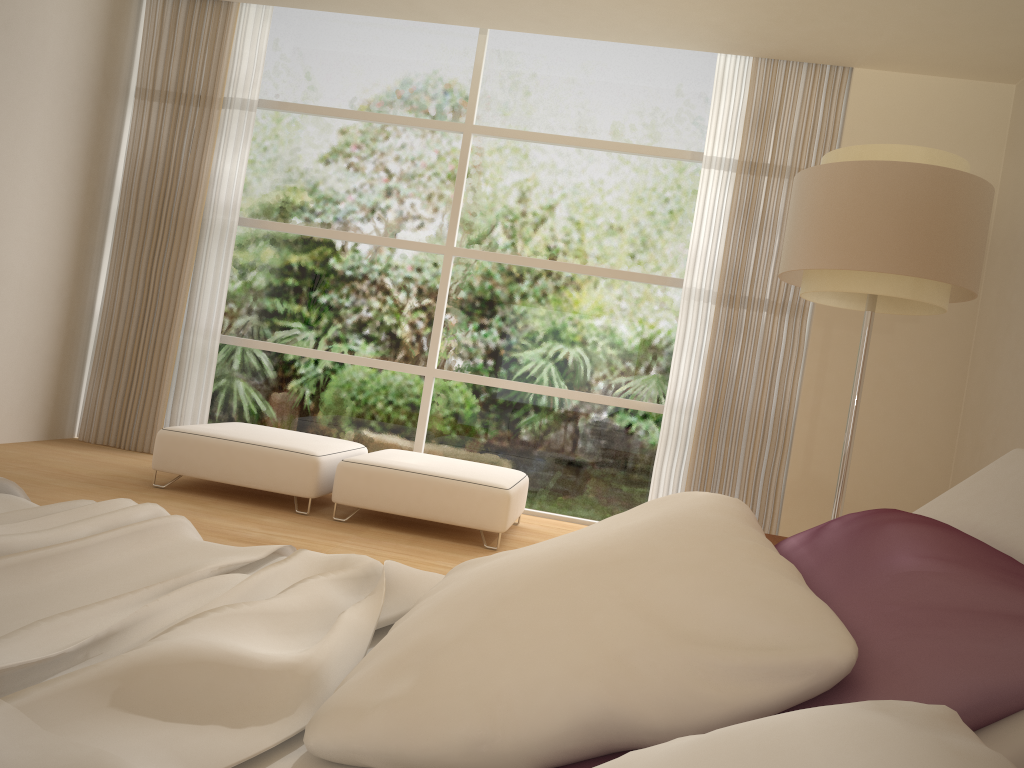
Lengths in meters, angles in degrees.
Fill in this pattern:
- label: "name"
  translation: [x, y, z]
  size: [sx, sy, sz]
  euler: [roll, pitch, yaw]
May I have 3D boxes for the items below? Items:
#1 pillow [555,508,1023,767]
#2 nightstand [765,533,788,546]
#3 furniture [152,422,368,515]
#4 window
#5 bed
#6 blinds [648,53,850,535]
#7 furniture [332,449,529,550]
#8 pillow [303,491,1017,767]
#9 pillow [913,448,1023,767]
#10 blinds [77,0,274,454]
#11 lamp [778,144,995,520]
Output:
- label: "pillow"
  translation: [0.311, 0.334, 0.763]
  size: [0.575, 0.369, 1.683]
  euler: [9, 1, 8]
- label: "nightstand"
  translation: [0.635, 0.744, 0.722]
  size: [0.493, 0.539, 4.220]
  euler: [9, 1, 8]
- label: "furniture"
  translation: [-1.445, 0.465, 5.238]
  size: [0.965, 0.346, 0.964]
  euler: [9, 1, 8]
- label: "window"
  translation: [-0.428, -0.913, 6.094]
  size: [4.781, 3.371, 0.071]
  euler: [9, 1, 8]
- label: "bed"
  translation: [-0.758, 0.508, 0.854]
  size: [2.535, 0.570, 2.599]
  euler: [9, 1, 8]
- label: "blinds"
  translation: [1.468, -0.599, 5.529]
  size: [0.814, 3.351, 0.202]
  euler: [9, 1, 7]
- label: "furniture"
  translation: [-0.431, 0.627, 5.102]
  size: [0.965, 0.346, 0.964]
  euler: [9, 1, 8]
- label: "pillow"
  translation: [0.043, 0.306, 0.791]
  size: [0.561, 0.339, 1.720]
  euler: [9, 1, 8]
- label: "pillow"
  translation: [0.645, 0.314, 0.728]
  size: [0.461, 0.457, 1.779]
  euler: [9, 1, 7]
- label: "blinds"
  translation: [-2.327, -1.203, 6.090]
  size: [0.950, 3.352, 0.211]
  euler: [9, 1, 6]
- label: "lamp"
  translation: [1.424, 0.089, 3.679]
  size: [0.817, 2.018, 0.817]
  euler: [8, 1, -40]
